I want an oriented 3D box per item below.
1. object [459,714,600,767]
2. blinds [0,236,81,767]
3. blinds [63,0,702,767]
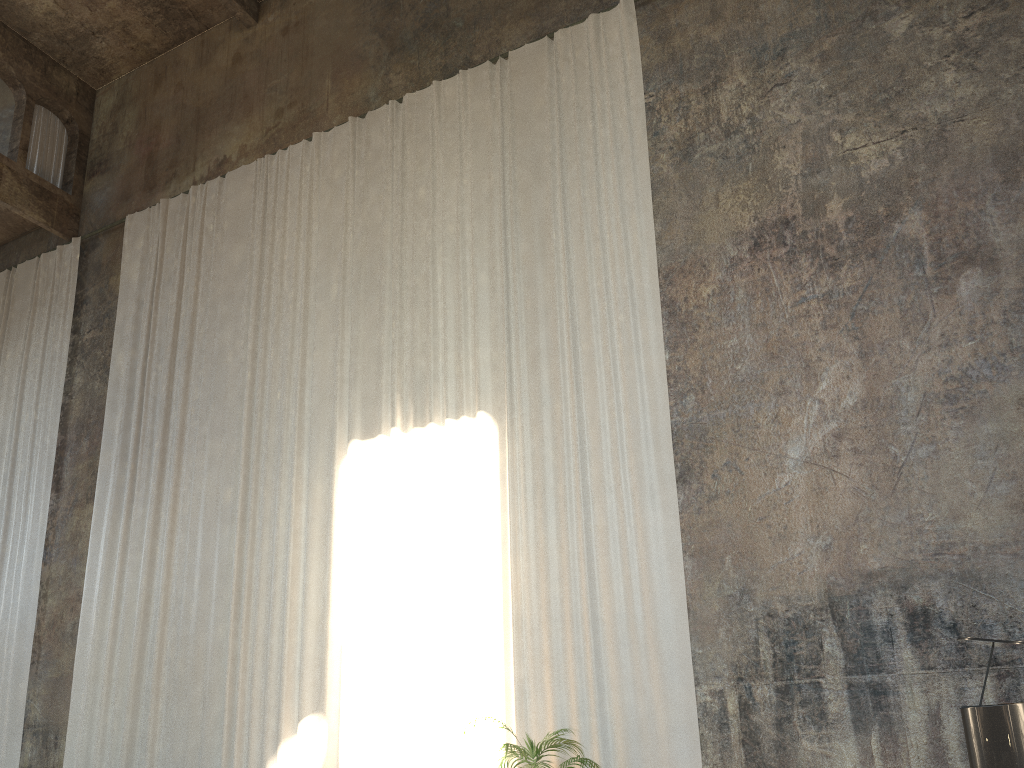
[{"bbox_3d":[0.184,3.294,6.813,1.134,1.400,1.131,-8,-20,17],"label":"object"},{"bbox_3d":[-9.669,2.610,13.504,7.910,8.313,0.282,-12,-20,27],"label":"blinds"},{"bbox_3d":[-2.033,0.758,9.668,7.910,8.313,0.282,-12,-20,27],"label":"blinds"}]
